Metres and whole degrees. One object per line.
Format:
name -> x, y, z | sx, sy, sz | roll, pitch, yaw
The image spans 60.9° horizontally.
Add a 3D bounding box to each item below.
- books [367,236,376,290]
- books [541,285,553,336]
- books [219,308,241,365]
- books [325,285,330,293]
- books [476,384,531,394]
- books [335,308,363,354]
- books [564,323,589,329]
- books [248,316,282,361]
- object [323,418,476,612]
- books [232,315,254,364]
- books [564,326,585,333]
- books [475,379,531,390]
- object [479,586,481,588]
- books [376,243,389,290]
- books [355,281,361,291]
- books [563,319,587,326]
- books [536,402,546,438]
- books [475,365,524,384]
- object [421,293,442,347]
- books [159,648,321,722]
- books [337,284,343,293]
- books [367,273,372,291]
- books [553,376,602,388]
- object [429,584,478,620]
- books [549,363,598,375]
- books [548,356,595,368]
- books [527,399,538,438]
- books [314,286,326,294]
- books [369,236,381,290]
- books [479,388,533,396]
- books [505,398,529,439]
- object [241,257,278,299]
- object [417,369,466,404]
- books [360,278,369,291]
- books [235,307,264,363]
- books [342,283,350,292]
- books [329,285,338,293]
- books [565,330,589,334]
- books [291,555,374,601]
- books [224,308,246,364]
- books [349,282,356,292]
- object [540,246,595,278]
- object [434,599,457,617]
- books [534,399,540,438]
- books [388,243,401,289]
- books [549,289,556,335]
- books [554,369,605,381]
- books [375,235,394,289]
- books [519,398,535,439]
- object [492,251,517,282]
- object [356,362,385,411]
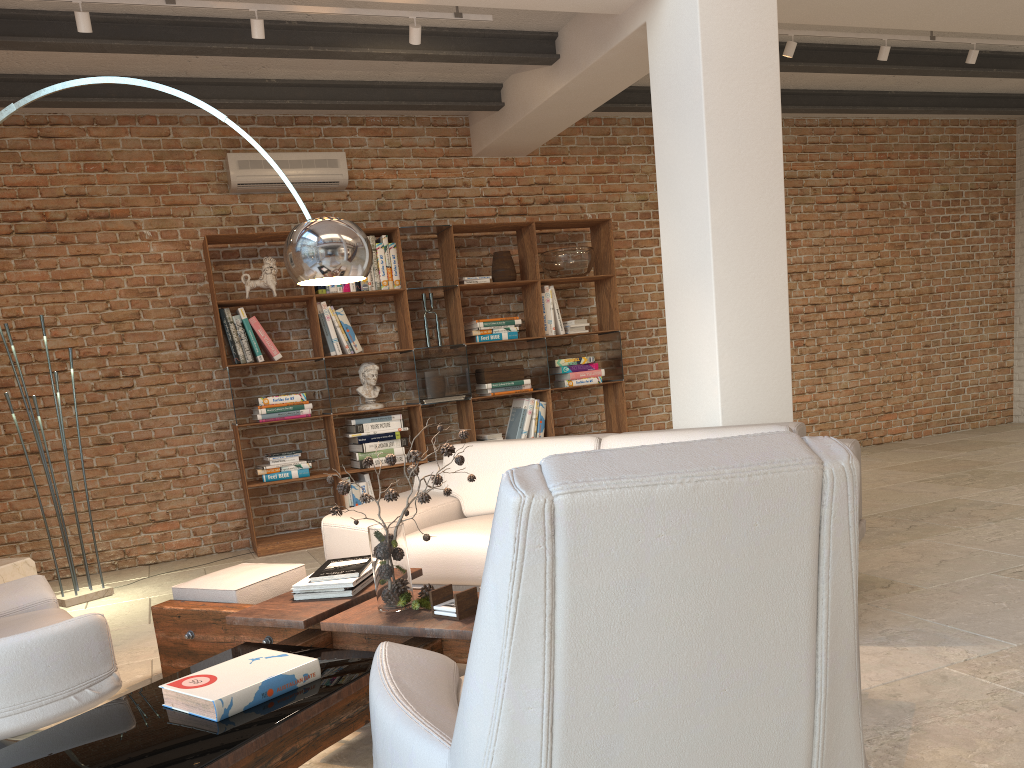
books -> -1.062, -0.858, 6.356 | 0.036, 0.393, 0.240 | -10, 9, -22
books -> 0.242, -0.567, 6.896 | 0.036, 0.393, 0.240 | -10, 9, -22
books -> -1.974, -0.321, 6.062 | 0.090, 0.394, 0.240 | -10, 9, -22
books -> -1.364, -0.810, 6.238 | 0.020, 0.368, 0.268 | -10, 9, -22
books -> -0.071, 0.039, 6.893 | 0.375, 0.037, 0.242 | -7, 1, -26
books -> -1.211, -0.377, 6.351 | 0.156, 0.337, 0.251 | -10, 8, -22
books -> 0.502, -0.465, 7.017 | 0.169, 0.019, 0.233 | -6, 1, -19
books -> -1.759, -0.313, 6.168 | 0.193, 0.326, 0.251 | -9, 8, -22
object -> -0.306, 0.419, 2.885 | 0.316, 0.621, 0.529 | 2, 10, 39
books -> -1.900, -0.305, 6.122 | 0.101, 0.342, 0.251 | -10, 9, -22
books -> 0.499, -0.438, 7.015 | 0.132, 0.034, 0.203 | -6, 1, -12
books -> -0.075, 0.003, 6.849 | 0.376, 0.037, 0.242 | -6, 1, -23
object -> -0.049, 0.649, 2.633 | 0.091, 0.087, 0.089 | -3, 7, 28
books -> -0.975, -0.839, 6.373 | 0.055, 0.338, 0.251 | -10, 9, -22
books -> -1.162, -0.846, 6.303 | 0.036, 0.393, 0.240 | -10, 9, -22
books -> 0.493, -0.491, 7.005 | 0.130, 0.034, 0.204 | -7, 2, -32
books -> 0.189, 0.309, 7.016 | 0.115, 0.342, 0.251 | -10, 8, -22
books -> -0.096, -0.074, 6.838 | 0.332, 0.121, 0.210 | -7, 4, -21
object -> -0.607, -0.476, 6.522 | 0.120, 0.409, 0.060 | -9, 11, -18
books -> -0.719, 0.794, 2.323 | 0.255, 0.058, 0.319 | -5, 2, 39
books -> -1.281, -0.833, 6.253 | 0.036, 0.393, 0.240 | -10, 9, -22
books -> -1.082, -0.841, 6.336 | 0.020, 0.368, 0.268 | -10, 9, -22
books -> 0.532, -0.014, 7.108 | 0.324, 0.057, 0.252 | -6, 2, -19
object -> -0.178, 0.675, 2.701 | 0.114, 0.084, 0.092 | -2, 7, 40
books -> 0.499, -0.124, 7.089 | 0.323, 0.057, 0.252 | -7, 2, -21
books -> 0.477, -0.179, 7.071 | 0.325, 0.057, 0.251 | -6, 1, -11
books -> 0.126, 0.305, 6.996 | 0.097, 0.363, 0.268 | -10, 9, -22
books -> -1.398, -0.792, 6.228 | 0.055, 0.338, 0.251 | -10, 9, -22
books -> -1.023, -0.862, 6.357 | 0.036, 0.393, 0.240 | -10, 9, -22
books -> -0.050, 0.066, 6.890 | 0.352, 0.021, 0.269 | -6, 1, -23
books -> 0.033, 0.308, 6.973 | 0.161, 0.381, 0.240 | -10, 9, -22
object -> -1.743, -0.735, 6.031 | 0.250, 0.290, 0.127 | -7, 10, -13
object -> -0.566, 0.017, 6.636 | 0.332, 0.239, 0.280 | -8, 6, -21
books -> -1.111, -0.824, 6.312 | 0.055, 0.338, 0.251 | -10, 9, -22
books -> -1.839, -0.335, 6.108 | 0.120, 0.391, 0.240 | -10, 9, -22
books -> -1.241, -0.810, 6.289 | 0.055, 0.338, 0.251 | -10, 9, -22
books -> -1.320, -0.800, 6.239 | 0.055, 0.338, 0.251 | -10, 9, -22
books -> 0.503, -0.412, 7.037 | 0.170, 0.019, 0.233 | -6, 1, -14
books -> -0.643, 0.718, 3.260 | 0.251, 0.076, 0.392 | -6, 1, 11
books -> -1.942, -0.325, 6.082 | 0.090, 0.394, 0.240 | -10, 9, -22
books -> -1.192, -0.843, 6.281 | 0.036, 0.393, 0.240 | -10, 9, -22
object -> 0.446, -0.942, 6.908 | 0.440, 0.224, 0.425 | -5, 3, 20
object -> -0.061, 0.686, 2.722 | 0.249, 0.035, 0.265 | -5, 2, 40
books -> 0.142, 0.306, 7.012 | 0.097, 0.363, 0.268 | -10, 9, -22
books -> -0.894, -0.848, 6.427 | 0.055, 0.338, 0.251 | -10, 9, -22
books -> 0.266, -0.556, 6.917 | 0.020, 0.368, 0.268 | -10, 9, -22
books -> 0.550, -0.073, 7.105 | 0.323, 0.057, 0.253 | -7, 2, -26
books -> -0.936, -0.871, 6.390 | 0.036, 0.393, 0.240 | -10, 9, -22
books -> 0.080, 0.302, 6.966 | 0.159, 0.382, 0.240 | -10, 9, -22
object -> -0.067, -0.889, 6.666 | 0.193, 0.238, 0.188 | -2, 8, 26
object -> -1.065, 0.015, 6.465 | 0.196, 0.359, 0.189 | -7, 9, -6
